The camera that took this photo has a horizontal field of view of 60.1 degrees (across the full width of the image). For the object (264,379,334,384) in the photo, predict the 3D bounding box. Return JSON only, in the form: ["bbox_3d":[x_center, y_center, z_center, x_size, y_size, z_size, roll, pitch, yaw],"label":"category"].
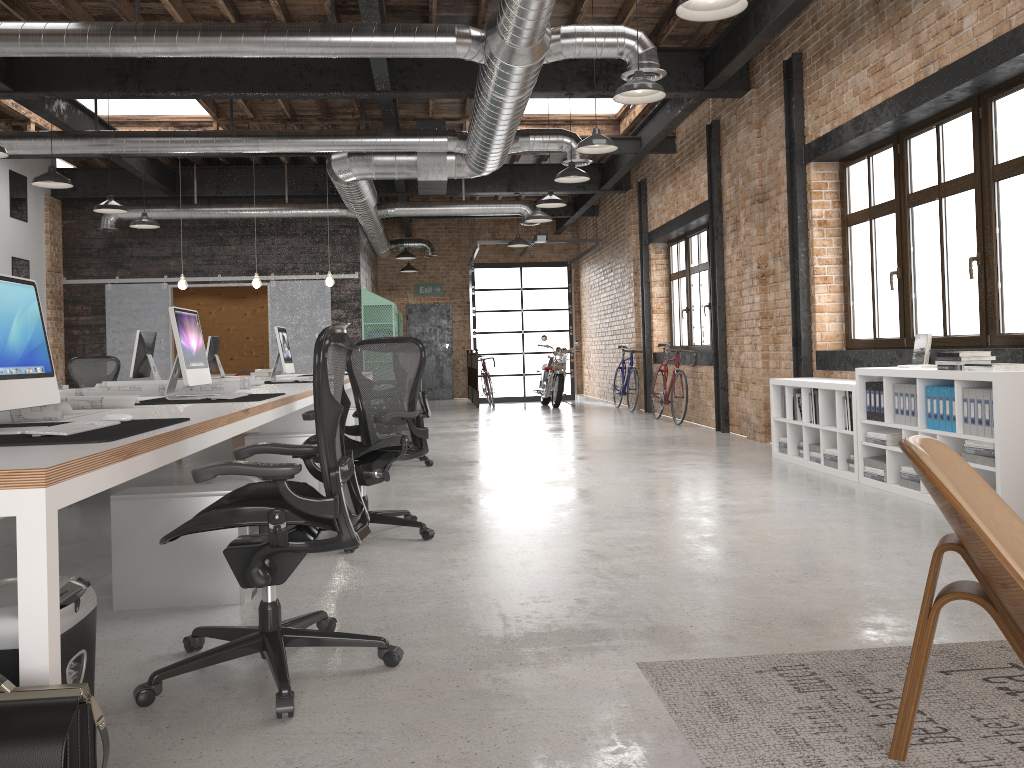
[{"bbox_3d":[-1.917,-0.021,7.853,0.687,0.008,0.848,-2,2,-5],"label":"object"}]

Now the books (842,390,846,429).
[{"bbox_3d":[2.543,0.193,6.463,0.259,0.305,0.040,-2,-1,0],"label":"books"}]

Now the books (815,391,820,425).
[{"bbox_3d":[2.489,0.190,6.914,0.221,0.283,0.061,-2,-1,0],"label":"books"}]

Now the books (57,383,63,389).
[{"bbox_3d":[-3.056,0.021,5.682,0.193,0.044,0.257,-1,2,12],"label":"books"}]

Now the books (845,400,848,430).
[{"bbox_3d":[2.496,0.229,6.392,0.162,0.240,0.054,-2,-1,0],"label":"books"}]

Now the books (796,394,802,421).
[{"bbox_3d":[2.456,0.198,7.316,0.197,0.240,0.058,-2,-1,0],"label":"books"}]

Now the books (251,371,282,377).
[{"bbox_3d":[-2.346,-0.097,8.446,0.193,0.044,0.257,-1,2,12],"label":"books"}]

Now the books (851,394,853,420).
[{"bbox_3d":[2.529,0.211,6.291,0.221,0.283,0.061,-2,-1,0],"label":"books"}]

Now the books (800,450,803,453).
[{"bbox_3d":[2.470,0.547,7.214,0.164,0.047,0.239,-2,2,-5],"label":"books"}]

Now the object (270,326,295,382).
[{"bbox_3d":[-2.035,-0.263,7.835,0.189,0.485,0.484,-2,1,-5],"label":"object"}]

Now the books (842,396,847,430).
[{"bbox_3d":[2.501,0.217,6.423,0.182,0.262,0.056,-2,-1,0],"label":"books"}]

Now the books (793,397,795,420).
[{"bbox_3d":[2.472,0.138,7.385,0.271,0.354,0.063,-2,-1,0],"label":"books"}]

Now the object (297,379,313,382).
[{"bbox_3d":[-1.804,-0.036,7.827,0.118,0.017,0.439,-2,2,-5],"label":"object"}]

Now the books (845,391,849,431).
[{"bbox_3d":[2.539,0.171,6.378,0.258,0.355,0.049,-2,-1,0],"label":"books"}]

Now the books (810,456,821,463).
[{"bbox_3d":[2.481,0.582,6.908,0.207,0.061,0.274,-2,2,-5],"label":"books"}]

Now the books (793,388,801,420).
[{"bbox_3d":[2.456,0.175,7.352,0.221,0.283,0.061,-2,-1,0],"label":"books"}]

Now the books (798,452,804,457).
[{"bbox_3d":[2.477,0.576,7.228,0.184,0.049,0.261,-2,2,-5],"label":"books"}]

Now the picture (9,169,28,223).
[{"bbox_3d":[-7.007,-2.662,12.575,0.018,0.662,0.532,-2,0,-5],"label":"picture"}]

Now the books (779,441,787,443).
[{"bbox_3d":[2.424,0.481,7.521,0.219,0.039,0.260,-2,2,-5],"label":"books"}]

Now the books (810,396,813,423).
[{"bbox_3d":[2.456,0.208,7.015,0.162,0.240,0.054,-2,-1,0],"label":"books"}]

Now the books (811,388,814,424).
[{"bbox_3d":[2.498,0.150,7.001,0.258,0.355,0.049,-2,-1,0],"label":"books"}]

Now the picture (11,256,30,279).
[{"bbox_3d":[-6.975,-1.453,12.580,0.018,0.662,0.532,-2,0,-5],"label":"picture"}]

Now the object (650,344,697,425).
[{"bbox_3d":[2.060,-0.020,11.730,0.401,1.040,1.737,-2,1,-11],"label":"object"}]

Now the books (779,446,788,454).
[{"bbox_3d":[2.429,0.558,7.535,0.217,0.072,0.289,-2,2,-5],"label":"books"}]

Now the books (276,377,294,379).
[{"bbox_3d":[-2.422,-0.058,9.191,0.243,0.019,0.205,0,2,32],"label":"books"}]

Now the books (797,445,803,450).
[{"bbox_3d":[2.492,0.518,7.229,0.222,0.055,0.282,-2,2,-5],"label":"books"}]

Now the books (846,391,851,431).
[{"bbox_3d":[2.543,0.173,6.354,0.259,0.353,0.070,-2,-1,0],"label":"books"}]

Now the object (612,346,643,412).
[{"bbox_3d":[1.821,-0.104,14.303,0.401,1.040,1.737,-2,1,-11],"label":"object"}]

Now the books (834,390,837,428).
[{"bbox_3d":[2.536,0.166,6.579,0.259,0.351,0.065,-2,-1,0],"label":"books"}]

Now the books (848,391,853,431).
[{"bbox_3d":[2.545,0.173,6.324,0.271,0.354,0.063,-2,-1,0],"label":"books"}]

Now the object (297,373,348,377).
[{"bbox_3d":[-2.173,-0.111,10.608,0.687,0.008,0.848,-2,2,-6],"label":"object"}]

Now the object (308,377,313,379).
[{"bbox_3d":[-1.828,-0.053,8.154,0.106,0.028,0.059,-2,1,-6],"label":"object"}]

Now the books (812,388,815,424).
[{"bbox_3d":[2.502,0.152,6.978,0.259,0.353,0.070,-2,-1,0],"label":"books"}]

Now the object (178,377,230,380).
[{"bbox_3d":[-3.557,-0.059,10.256,0.687,0.008,0.848,-2,2,-6],"label":"object"}]

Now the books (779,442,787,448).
[{"bbox_3d":[2.421,0.507,7.527,0.207,0.067,0.275,-2,2,-5],"label":"books"}]

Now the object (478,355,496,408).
[{"bbox_3d":[-0.501,-0.053,17.441,0.410,1.034,1.734,-2,1,1],"label":"object"}]

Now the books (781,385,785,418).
[{"bbox_3d":[2.463,0.130,7.640,0.259,0.351,0.065,-2,-1,0],"label":"books"}]

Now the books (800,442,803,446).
[{"bbox_3d":[2.489,0.486,7.204,0.199,0.054,0.240,-2,2,-5],"label":"books"}]

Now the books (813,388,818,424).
[{"bbox_3d":[2.505,0.152,6.948,0.271,0.354,0.063,-2,-1,0],"label":"books"}]

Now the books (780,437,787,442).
[{"bbox_3d":[2.424,0.463,7.517,0.214,0.052,0.252,-2,2,-5],"label":"books"}]

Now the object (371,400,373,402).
[{"bbox_3d":[-2.042,0.407,11.324,0.541,0.455,0.221,-2,0,-5],"label":"object"}]

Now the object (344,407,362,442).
[{"bbox_3d":[-1.844,0.477,9.192,0.541,0.455,0.221,-2,0,-5],"label":"object"}]

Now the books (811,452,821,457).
[{"bbox_3d":[2.483,0.538,6.897,0.214,0.046,0.251,-2,2,-5],"label":"books"}]

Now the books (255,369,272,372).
[{"bbox_3d":[-2.362,-0.128,8.447,0.153,0.030,0.185,-2,2,-7],"label":"books"}]

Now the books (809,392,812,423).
[{"bbox_3d":[2.461,0.196,7.046,0.182,0.262,0.056,-2,-1,0],"label":"books"}]

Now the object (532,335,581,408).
[{"bbox_3d":[0.804,-0.241,16.666,0.813,1.360,2.176,-2,1,-17],"label":"object"}]

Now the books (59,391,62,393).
[{"bbox_3d":[-3.132,0.060,6.426,0.243,0.019,0.205,0,2,32],"label":"books"}]

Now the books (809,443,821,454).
[{"bbox_3d":[2.484,0.502,6.916,0.217,0.078,0.291,-2,2,-5],"label":"books"}]

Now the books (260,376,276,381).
[{"bbox_3d":[-2.366,-0.049,8.429,0.200,0.050,0.271,-2,2,-8],"label":"books"}]

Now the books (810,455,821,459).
[{"bbox_3d":[2.484,0.556,6.901,0.219,0.034,0.260,-2,2,-5],"label":"books"}]

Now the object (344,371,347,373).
[{"bbox_3d":[-2.084,-0.143,10.909,0.106,0.028,0.059,-2,1,-6],"label":"object"}]

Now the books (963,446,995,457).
[{"bbox_3d":[2.642,0.355,4.837,0.207,0.067,0.275,-2,2,-5],"label":"books"}]

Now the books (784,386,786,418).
[{"bbox_3d":[2.461,0.142,7.578,0.249,0.333,0.060,-2,-1,0],"label":"books"}]

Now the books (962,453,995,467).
[{"bbox_3d":[2.650,0.406,4.844,0.217,0.072,0.289,-2,2,-5],"label":"books"}]
